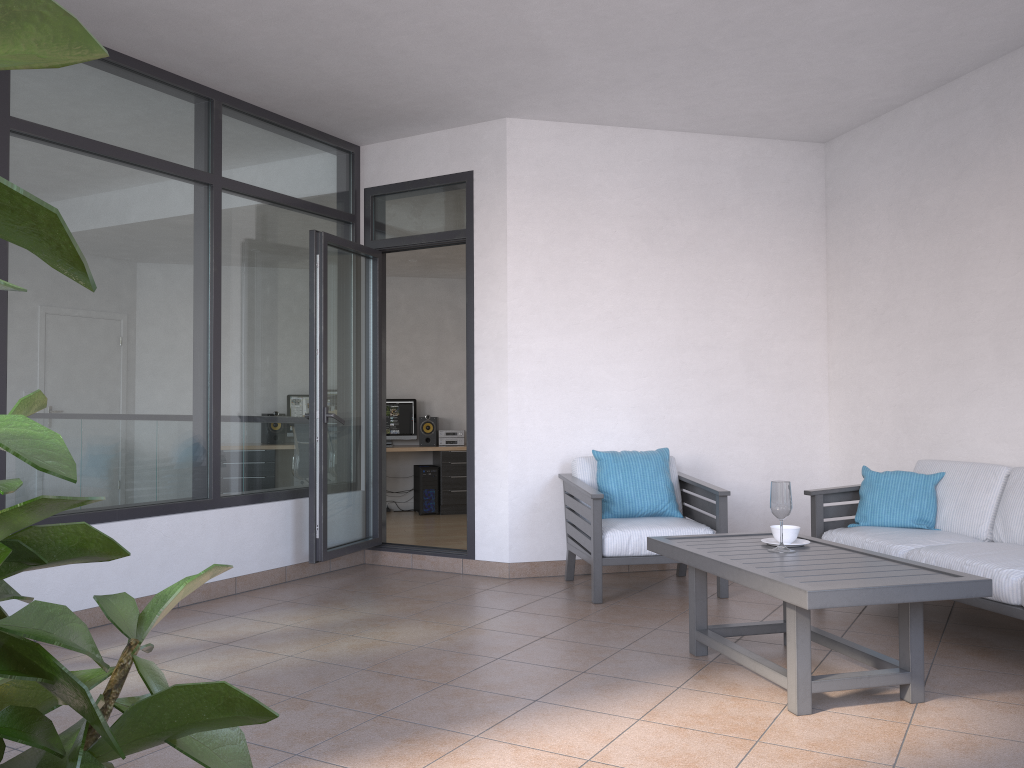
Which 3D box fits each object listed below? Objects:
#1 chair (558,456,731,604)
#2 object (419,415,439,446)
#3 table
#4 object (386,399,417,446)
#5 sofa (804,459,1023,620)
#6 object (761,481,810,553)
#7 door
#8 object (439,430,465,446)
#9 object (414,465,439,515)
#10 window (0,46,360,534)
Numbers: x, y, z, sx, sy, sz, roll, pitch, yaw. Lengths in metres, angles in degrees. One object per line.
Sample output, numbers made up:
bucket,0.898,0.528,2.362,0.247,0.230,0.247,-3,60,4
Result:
chair,0.753,0.819,5.239,0.797,0.765,0.807,0,-2,-10
object,-0.951,0.528,10.151,0.198,0.354,0.249,0,-2,0
table,1.118,0.912,3.502,0.710,0.473,1.260,0,-2,-15
object,-1.444,0.437,10.064,0.716,0.535,0.190,0,-2,-10
sofa,2.297,0.774,4.006,0.807,0.765,2.161,0,-2,-15
object,1.135,0.546,3.759,0.203,0.284,0.337,-2,-2,36
door,-0.779,-0.128,5.659,0.905,2.500,0.924,-1,-2,30
object,-0.684,0.615,10.157,0.285,0.174,0.270,0,-2,0
object,-0.961,1.184,9.947,0.215,0.527,0.474,0,-2,-15
window,-2.383,-0.517,4.047,0.170,2.402,5.002,-1,-2,30
